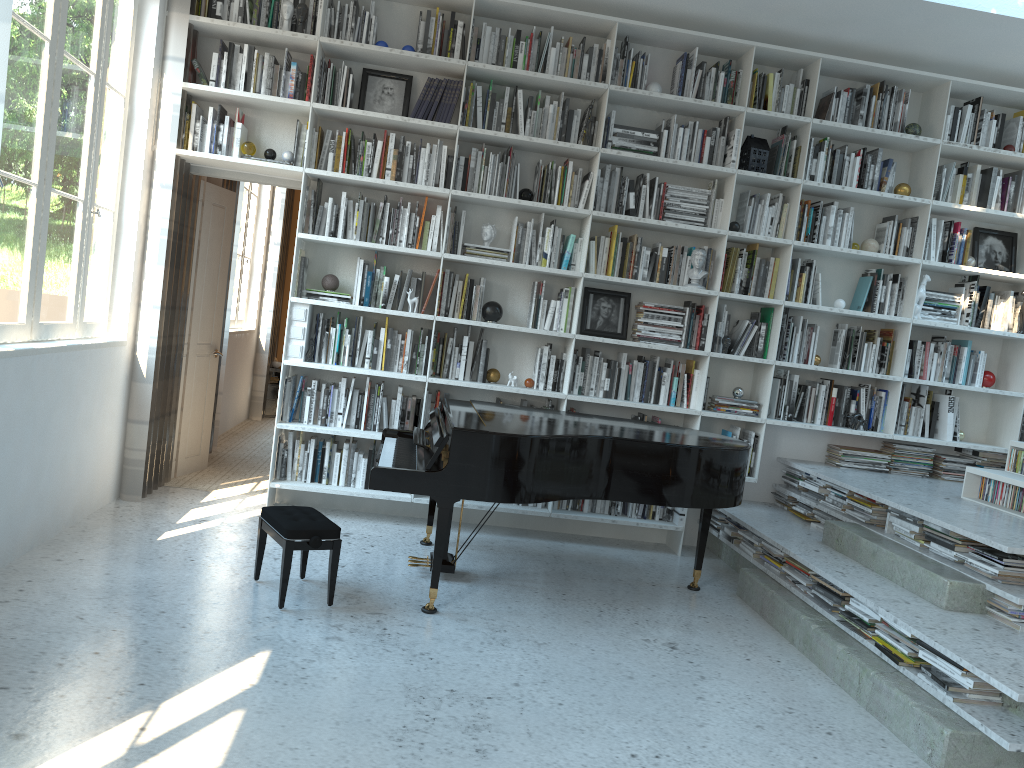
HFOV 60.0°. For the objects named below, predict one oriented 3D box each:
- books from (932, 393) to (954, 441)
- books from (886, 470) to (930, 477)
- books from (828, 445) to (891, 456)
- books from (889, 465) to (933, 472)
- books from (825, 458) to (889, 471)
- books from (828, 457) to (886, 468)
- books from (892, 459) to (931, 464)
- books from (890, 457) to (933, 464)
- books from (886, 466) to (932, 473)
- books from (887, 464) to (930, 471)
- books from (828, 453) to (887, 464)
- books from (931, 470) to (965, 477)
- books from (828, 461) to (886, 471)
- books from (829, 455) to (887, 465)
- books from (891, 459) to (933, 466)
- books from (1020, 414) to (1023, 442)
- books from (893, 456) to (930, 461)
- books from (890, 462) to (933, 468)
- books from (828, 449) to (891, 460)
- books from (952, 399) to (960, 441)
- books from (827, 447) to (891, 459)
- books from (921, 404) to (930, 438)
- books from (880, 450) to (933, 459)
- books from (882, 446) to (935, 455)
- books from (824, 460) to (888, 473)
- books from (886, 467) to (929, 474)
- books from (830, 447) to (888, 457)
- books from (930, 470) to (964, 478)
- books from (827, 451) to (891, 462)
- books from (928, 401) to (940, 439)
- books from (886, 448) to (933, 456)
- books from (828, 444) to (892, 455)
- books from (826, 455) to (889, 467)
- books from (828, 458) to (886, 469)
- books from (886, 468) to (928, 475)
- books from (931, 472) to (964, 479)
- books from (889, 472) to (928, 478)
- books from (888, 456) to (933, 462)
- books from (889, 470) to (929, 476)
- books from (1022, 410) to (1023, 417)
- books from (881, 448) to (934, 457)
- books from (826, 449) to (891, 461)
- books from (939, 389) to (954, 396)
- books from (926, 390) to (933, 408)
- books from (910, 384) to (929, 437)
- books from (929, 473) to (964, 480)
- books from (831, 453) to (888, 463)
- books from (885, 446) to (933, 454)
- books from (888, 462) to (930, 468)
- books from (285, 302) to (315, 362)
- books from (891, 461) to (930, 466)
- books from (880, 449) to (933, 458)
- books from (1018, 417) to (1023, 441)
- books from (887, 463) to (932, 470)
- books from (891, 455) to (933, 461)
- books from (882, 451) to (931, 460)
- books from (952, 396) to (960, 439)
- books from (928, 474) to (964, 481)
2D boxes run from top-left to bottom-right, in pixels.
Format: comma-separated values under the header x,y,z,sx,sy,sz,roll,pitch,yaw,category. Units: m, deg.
x,y,z,sx,sy,sz,roll,pitch,yaw,category
2.776,0.211,5.768,0.075,0.291,0.254,7,4,-7,books
2.572,0.579,5.831,0.285,0.007,0.159,7,4,-7,books
2.260,0.434,5.780,0.346,0.007,0.193,7,4,-9,books
2.580,0.546,5.817,0.285,0.007,0.159,7,4,-2,books
2.245,0.524,5.777,0.345,0.007,0.193,7,4,-2,books
2.246,0.508,5.785,0.308,0.008,0.195,7,4,-5,books
2.584,0.498,5.822,0.254,0.007,0.160,7,4,-6,books
2.585,0.491,5.822,0.285,0.007,0.159,7,4,-6,books
2.576,0.552,5.819,0.285,0.007,0.159,7,4,-11,books
2.580,0.539,5.819,0.254,0.007,0.160,7,4,-11,books
2.250,0.485,5.789,0.308,0.008,0.195,7,4,-7,books
2.943,0.593,5.870,0.328,0.008,0.207,7,4,-8,books
2.243,0.531,5.781,0.308,0.008,0.195,7,4,-11,books
2.250,0.494,5.776,0.308,0.008,0.195,7,4,-12,books
2.584,0.505,5.813,0.285,0.007,0.159,7,4,-12,books
3.285,0.306,5.783,0.014,0.234,0.183,7,4,-7,books
2.584,0.477,5.822,0.254,0.006,0.160,7,4,-7,books
2.582,0.518,5.817,0.285,0.007,0.159,7,4,-11,books
2.258,0.457,5.773,0.346,0.007,0.193,7,4,-12,books
2.891,0.231,5.828,0.062,0.274,0.148,7,4,-7,books
2.258,0.449,5.781,0.346,0.007,0.193,7,4,-5,books
2.665,0.232,5.797,0.052,0.217,0.184,7,4,-7,books
2.586,0.461,5.819,0.285,0.005,0.159,7,4,-6,books
2.593,0.435,5.813,0.285,0.005,0.159,7,4,-10,books
2.242,0.538,5.781,0.345,0.007,0.193,7,4,-3,books
2.575,0.559,5.827,0.254,0.007,0.160,7,4,-6,books
2.259,0.442,5.780,0.308,0.008,0.195,7,4,-5,books
2.942,0.600,5.873,0.328,0.008,0.207,7,4,-7,books
2.255,0.471,5.780,0.346,0.007,0.193,7,4,-10,books
2.717,0.227,5.806,0.031,0.239,0.171,7,4,-7,books
2.593,0.441,5.811,0.254,0.006,0.160,7,4,-3,books
2.261,0.427,5.779,0.346,0.007,0.193,7,4,-5,books
2.248,0.501,5.785,0.346,0.007,0.193,7,4,-9,books
2.245,0.516,5.780,0.308,0.008,0.195,7,4,-3,books
2.574,0.565,5.829,0.254,0.007,0.160,7,4,-7,books
2.941,0.608,5.872,0.368,0.007,0.205,7,4,-6,books
2.572,0.586,5.824,0.254,0.007,0.160,7,4,-4,books
2.586,0.484,5.824,0.285,0.007,0.159,7,4,-7,books
2.574,0.573,5.821,0.254,0.007,0.160,7,4,-3,books
3.274,0.273,5.799,0.011,0.293,0.144,7,4,-7,books
2.589,0.446,5.811,0.285,0.005,0.159,7,4,-11,books
2.256,0.464,5.782,0.346,0.007,0.193,7,4,-5,books
2.831,0.196,5.831,0.012,0.326,0.136,7,4,-7,books
2.699,0.191,5.819,0.010,0.304,0.131,7,4,-7,books
2.640,0.170,5.789,0.014,0.333,0.168,7,4,-7,books
2.941,0.616,5.866,0.328,0.008,0.207,7,4,-4,books
2.255,0.479,5.775,0.308,0.008,0.195,7,4,-2,books
2.594,0.430,5.809,0.254,0.006,0.160,7,4,-12,books
2.582,0.525,5.818,0.254,0.007,0.160,7,4,-11,books
-1.262,-0.313,5.286,0.106,0.340,0.306,7,4,-7,books
2.583,0.511,5.823,0.254,0.007,0.160,7,4,-6,books
2.587,0.456,5.819,0.285,0.005,0.159,7,4,-8,books
3.250,0.311,5.785,0.031,0.215,0.164,7,4,-7,books
2.581,0.531,5.823,0.285,0.007,0.159,7,4,-5,books
2.585,0.472,5.818,0.285,0.005,0.159,7,4,-9,books
2.586,0.467,5.819,0.254,0.006,0.160,7,4,-8,books
2.850,0.220,5.812,0.025,0.287,0.160,7,4,-7,books
2.940,0.624,5.864,0.328,0.008,0.207,7,4,-11,books
